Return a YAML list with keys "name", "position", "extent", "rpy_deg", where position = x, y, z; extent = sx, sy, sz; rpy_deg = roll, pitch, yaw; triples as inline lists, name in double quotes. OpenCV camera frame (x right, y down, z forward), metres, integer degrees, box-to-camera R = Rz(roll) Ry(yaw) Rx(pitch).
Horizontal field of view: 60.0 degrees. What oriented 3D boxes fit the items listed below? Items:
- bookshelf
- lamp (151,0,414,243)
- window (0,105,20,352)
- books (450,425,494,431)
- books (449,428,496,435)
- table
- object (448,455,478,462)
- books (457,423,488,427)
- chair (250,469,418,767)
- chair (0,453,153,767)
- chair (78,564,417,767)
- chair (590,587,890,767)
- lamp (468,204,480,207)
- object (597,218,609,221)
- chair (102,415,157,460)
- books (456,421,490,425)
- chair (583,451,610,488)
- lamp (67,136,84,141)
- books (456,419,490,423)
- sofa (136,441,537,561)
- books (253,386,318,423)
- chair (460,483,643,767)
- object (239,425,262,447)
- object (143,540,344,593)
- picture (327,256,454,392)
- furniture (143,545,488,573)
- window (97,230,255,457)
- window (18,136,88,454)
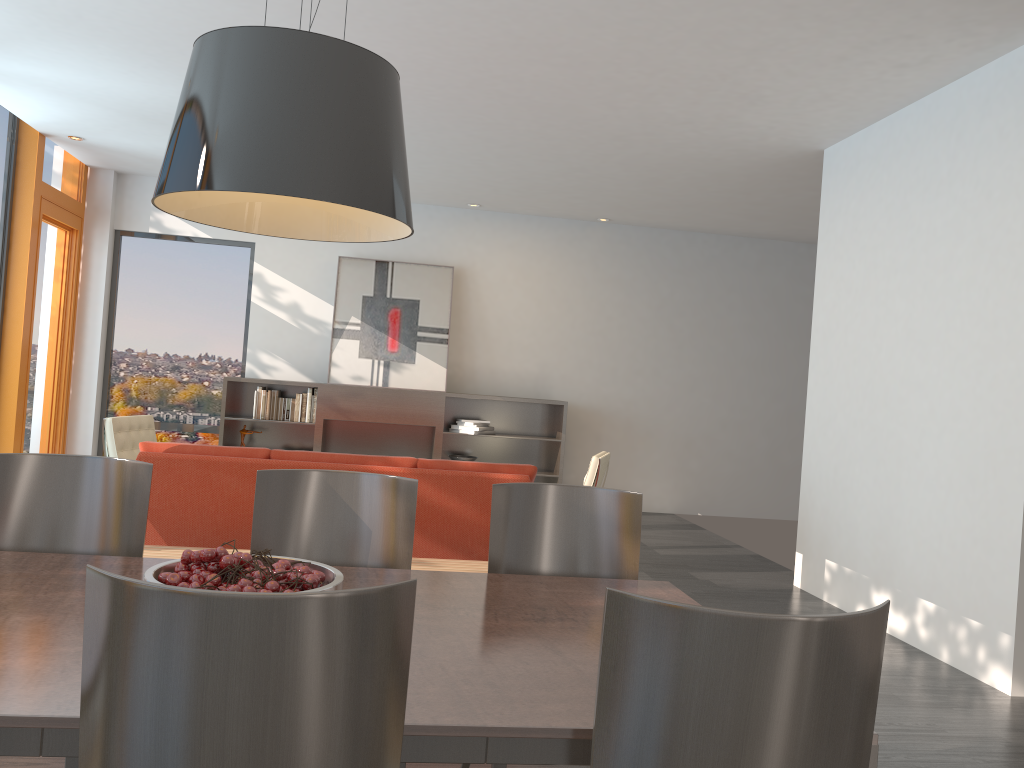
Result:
- name: "bookshelf"
  position: [-1.186, 0.632, 9.045]
  extent: [3.387, 1.163, 0.570]
  rpy_deg: [4, -1, -8]
- name: "lamp"
  position: [-0.445, -1.155, 1.999]
  extent: [0.567, 1.580, 0.567]
  rpy_deg: [4, -1, 21]
- name: "window"
  position: [-4.232, -0.700, 6.641]
  extent: [0.070, 3.346, 1.844]
  rpy_deg: [4, -1, -8]
- name: "books"
  position: [-0.402, 0.448, 9.074]
  extent: [0.314, 0.038, 0.398]
  rpy_deg: [4, 0, 22]
- name: "books"
  position: [-0.404, 0.485, 9.073]
  extent: [0.314, 0.038, 0.398]
  rpy_deg: [4, 0, 32]
- name: "table"
  position: [-0.531, 0.906, 1.971]
  extent: [2.151, 0.765, 1.171]
  rpy_deg: [4, 0, -8]
- name: "object"
  position: [-0.504, 0.798, 9.057]
  extent: [0.309, 0.117, 0.308]
  rpy_deg: [4, 0, 26]
- name: "books"
  position: [-0.400, 0.419, 9.074]
  extent: [0.210, 0.020, 0.300]
  rpy_deg: [4, 0, 22]
- name: "chair"
  position: [-0.528, 0.754, 2.463]
  extent: [0.548, 0.968, 0.614]
  rpy_deg: [4, -1, -8]
- name: "chair"
  position: [-1.284, 0.697, 2.359]
  extent: [0.548, 0.968, 0.614]
  rpy_deg: [4, -1, -8]
- name: "chair"
  position: [-0.436, 0.757, 1.467]
  extent: [0.548, 0.968, 0.614]
  rpy_deg: [4, -1, -8]
- name: "chair"
  position: [0.320, 0.814, 1.571]
  extent: [0.548, 0.968, 0.614]
  rpy_deg: [4, -1, -8]
- name: "lamp"
  position: [-0.403, -1.876, 9.312]
  extent: [0.129, 0.010, 0.129]
  rpy_deg: [4, 0, 37]
- name: "object"
  position: [0.985, -1.771, 9.567]
  extent: [0.129, 0.010, 0.129]
  rpy_deg: [4, 0, 37]
- name: "chair"
  position: [-2.683, 0.671, 6.768]
  extent: [0.707, 0.817, 0.700]
  rpy_deg: [4, -1, 2]
- name: "books"
  position: [-0.398, 0.399, 9.074]
  extent: [0.210, 0.020, 0.300]
  rpy_deg: [4, 0, 32]
- name: "chair"
  position: [0.362, 0.898, 6.557]
  extent: [0.707, 0.817, 0.700]
  rpy_deg: [4, -1, 12]
- name: "lamp"
  position: [-3.794, -2.136, 7.706]
  extent: [0.129, 0.010, 0.129]
  rpy_deg: [4, 0, 37]
- name: "books"
  position: [-0.397, 0.379, 9.074]
  extent: [0.300, 0.020, 0.210]
  rpy_deg: [4, 0, -18]
- name: "sofa"
  position: [-0.989, 0.787, 5.090]
  extent: [2.597, 0.852, 1.038]
  rpy_deg: [4, 0, -8]
- name: "books"
  position: [-2.232, 0.190, 8.805]
  extent: [0.592, 0.340, 0.324]
  rpy_deg: [4, 0, -8]
- name: "chair"
  position: [0.161, 0.806, 2.558]
  extent: [0.548, 0.968, 0.614]
  rpy_deg: [4, -1, -8]
- name: "object"
  position: [-2.644, 0.552, 8.800]
  extent: [0.245, 0.290, 0.201]
  rpy_deg: [4, -1, 12]
- name: "object"
  position: [-0.593, 0.441, 1.979]
  extent: [0.427, 0.154, 0.427]
  rpy_deg: [4, 0, 36]
- name: "picture"
  position: [-1.243, -0.621, 9.191]
  extent: [1.208, 1.338, 0.269]
  rpy_deg: [4, -1, -8]
- name: "furniture"
  position: [-0.827, 1.044, 4.255]
  extent: [2.005, 0.357, 0.492]
  rpy_deg: [4, 0, -8]
- name: "window"
  position: [-3.448, -0.628, 9.214]
  extent: [1.409, 3.340, 0.065]
  rpy_deg: [4, -1, -8]
- name: "window"
  position: [-4.359, -0.703, 8.250]
  extent: [0.211, 3.346, 1.156]
  rpy_deg: [4, -1, -8]
